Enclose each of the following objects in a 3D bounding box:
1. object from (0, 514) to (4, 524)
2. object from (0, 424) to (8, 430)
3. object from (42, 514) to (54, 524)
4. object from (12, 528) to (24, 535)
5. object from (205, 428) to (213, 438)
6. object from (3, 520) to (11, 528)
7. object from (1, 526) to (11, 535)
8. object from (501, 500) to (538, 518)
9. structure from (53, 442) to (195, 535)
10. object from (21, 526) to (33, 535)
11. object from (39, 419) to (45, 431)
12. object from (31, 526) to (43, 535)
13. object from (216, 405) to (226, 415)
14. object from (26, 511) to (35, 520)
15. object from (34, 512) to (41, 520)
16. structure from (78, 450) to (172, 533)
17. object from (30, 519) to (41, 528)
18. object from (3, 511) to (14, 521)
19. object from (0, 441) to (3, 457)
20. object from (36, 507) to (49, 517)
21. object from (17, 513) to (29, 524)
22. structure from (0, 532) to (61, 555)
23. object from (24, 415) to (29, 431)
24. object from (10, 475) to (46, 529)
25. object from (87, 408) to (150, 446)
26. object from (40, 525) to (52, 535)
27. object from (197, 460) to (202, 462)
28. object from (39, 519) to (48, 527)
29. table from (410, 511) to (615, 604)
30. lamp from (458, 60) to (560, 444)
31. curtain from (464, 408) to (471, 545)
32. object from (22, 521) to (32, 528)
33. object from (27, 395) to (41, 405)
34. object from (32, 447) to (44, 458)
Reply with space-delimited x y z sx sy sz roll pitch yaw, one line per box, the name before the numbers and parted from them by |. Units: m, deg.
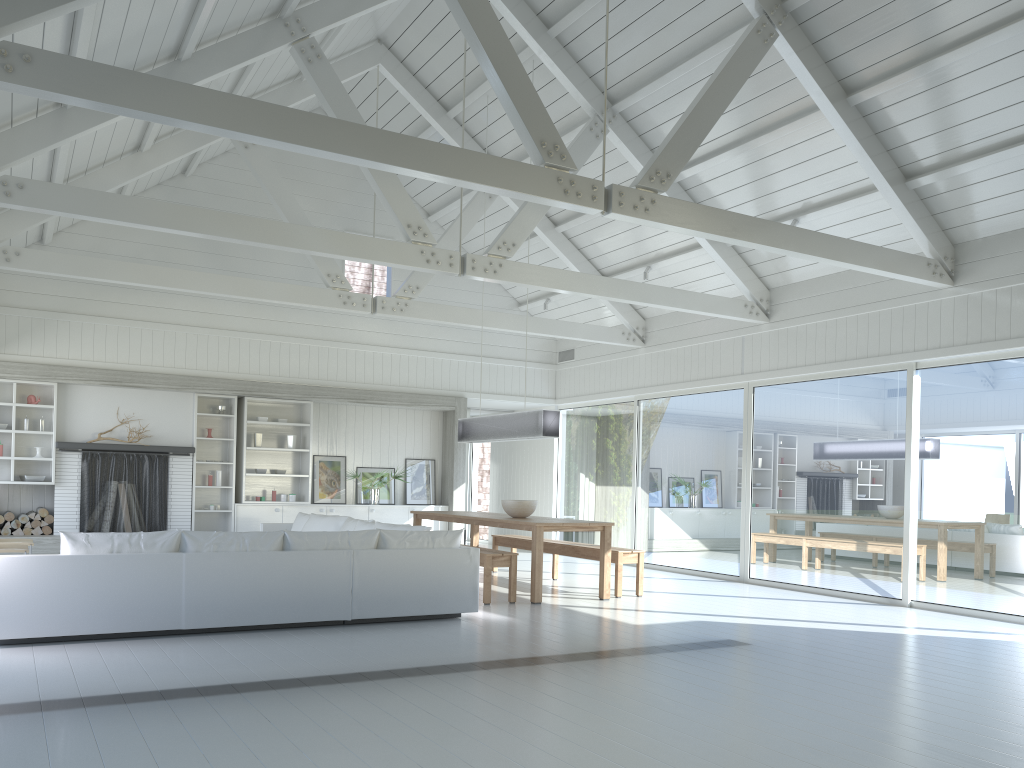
object | -6.239 1.639 10.718 0.109 0.109 0.495 3 -6 -31
object | -6.185 0.511 10.530 0.243 0.072 0.242 7 -8 -44
object | -5.781 1.675 10.980 0.109 0.109 0.495 3 -6 -31
object | -6.074 1.819 10.833 0.134 0.146 0.549 3 -6 -30
object | -4.062 0.666 11.841 0.137 0.130 0.137 1 -4 13
object | -6.157 1.704 10.750 0.080 0.080 0.478 3 -6 -31
object | -6.180 1.776 10.762 0.105 0.115 0.518 3 -6 -30
object | 0.079 1.323 9.322 0.390 0.185 0.390 6 -7 -38
structure | -5.042 1.437 11.429 1.620 1.285 0.860 4 -3 -30
object | -5.986 1.813 10.874 0.108 0.106 0.515 3 -6 -31
object | -5.741 0.487 10.767 0.054 0.196 0.054 2 -1 -29
object | -5.901 1.816 10.932 0.134 0.146 0.549 3 -6 -30
object | -3.920 0.357 11.888 0.161 0.124 0.162 1 -4 3
object | -5.940 1.617 10.874 0.086 0.091 0.480 3 -6 -31
object | -5.885 1.633 10.905 0.080 0.080 0.478 3 -6 -31
structure | -4.864 1.384 11.121 1.100 1.062 0.116 3 -1 -30
object | -5.904 1.724 10.910 0.109 0.109 0.495 3 -6 -31
object | -6.149 1.612 10.769 0.109 0.109 0.495 3 -6 -31
object | -6.123 0.773 10.551 0.054 0.196 0.054 2 -1 -29
object | -5.834 1.590 10.950 0.110 0.111 0.495 3 -6 -31
object | -6.017 1.650 10.845 0.109 0.109 0.495 3 -6 -31
structure | -4.019 2.240 12.364 6.366 0.346 1.885 5 -7 -30
object | -5.885 0.474 10.684 0.054 0.196 0.054 2 -1 -29
object | -6.002 1.443 10.810 0.342 0.643 0.612 3 -3 -45
object | -4.859 0.528 11.110 0.457 0.501 0.787 0 -5 30
object | -5.803 1.808 10.970 0.110 0.111 0.495 3 -6 -31
object | -4.150 1.022 11.715 0.054 0.025 0.054 4 -6 -30
object | -5.820 1.722 10.951 0.080 0.079 0.478 3 -6 -31
table | -0.126 1.836 9.698 0.908 0.761 2.953 4 -6 -30
lamp | -0.032 -1.498 9.657 0.200 4.239 1.906 2 -1 -30
curtain | -1.161 1.543 14.813 1.008 2.368 0.116 2 -1 -29
object | -5.972 1.720 10.856 0.080 0.080 0.478 3 -6 -31
object | -5.819 0.193 10.708 0.231 0.127 0.059 0 -2 15
object | -5.771 0.837 10.749 0.137 0.130 0.137 5 -5 -42
